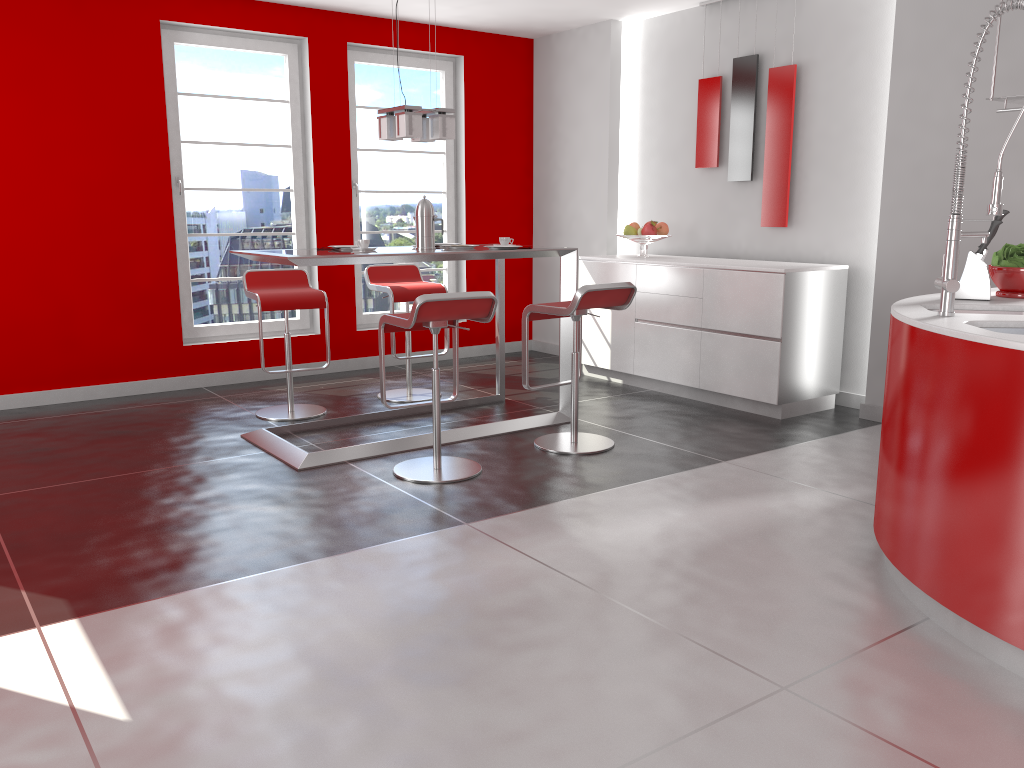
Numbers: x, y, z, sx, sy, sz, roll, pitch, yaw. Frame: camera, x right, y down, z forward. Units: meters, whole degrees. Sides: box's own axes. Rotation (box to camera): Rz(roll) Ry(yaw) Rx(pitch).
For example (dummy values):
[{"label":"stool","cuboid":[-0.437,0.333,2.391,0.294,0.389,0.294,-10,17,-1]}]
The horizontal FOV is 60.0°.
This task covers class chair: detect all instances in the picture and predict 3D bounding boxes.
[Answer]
[{"label":"chair","cuboid":[-0.690,-0.344,5.809,0.418,0.857,0.460,-7,13,-33]},{"label":"chair","cuboid":[0.340,-0.101,4.567,0.418,0.857,0.460,-9,14,-40]},{"label":"chair","cuboid":[-1.350,-0.248,5.320,0.418,0.857,0.460,-6,12,-28]},{"label":"chair","cuboid":[-0.341,-0.009,4.092,0.418,0.857,0.460,-7,13,-30]}]

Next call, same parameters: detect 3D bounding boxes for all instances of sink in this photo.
[{"label":"sink","cuboid":[1.528,-0.055,2.520,0.428,0.172,0.326,1,11,3]},{"label":"sink","cuboid":[1.606,-0.147,2.992,0.428,0.172,0.326,3,11,15]}]

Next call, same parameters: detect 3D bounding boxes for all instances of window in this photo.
[{"label":"window","cuboid":[-0.853,-1.512,6.982,0.938,2.038,0.117,-8,14,-35]},{"label":"window","cuboid":[-1.908,-1.366,6.236,0.938,2.038,0.117,-8,14,-35]}]

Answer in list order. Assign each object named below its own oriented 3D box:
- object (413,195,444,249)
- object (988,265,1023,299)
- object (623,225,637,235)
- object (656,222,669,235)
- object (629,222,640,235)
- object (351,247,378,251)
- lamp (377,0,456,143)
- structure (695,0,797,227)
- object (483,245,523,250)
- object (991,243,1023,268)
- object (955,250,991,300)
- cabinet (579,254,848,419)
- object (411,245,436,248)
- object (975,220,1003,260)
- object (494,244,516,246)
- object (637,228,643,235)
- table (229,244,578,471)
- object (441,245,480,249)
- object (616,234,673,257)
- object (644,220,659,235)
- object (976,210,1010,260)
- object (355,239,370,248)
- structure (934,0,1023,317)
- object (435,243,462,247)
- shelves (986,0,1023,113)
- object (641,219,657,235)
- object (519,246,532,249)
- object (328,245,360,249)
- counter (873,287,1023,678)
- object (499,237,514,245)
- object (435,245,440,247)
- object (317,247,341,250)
[{"label":"object","cuboid":[-0.457,-0.877,4.808,0.149,0.287,0.113,-6,12,-27]},{"label":"object","cuboid":[1.940,-0.391,3.383,0.228,0.118,0.229,5,12,25]},{"label":"object","cuboid":[0.834,-1.078,6.254,0.100,0.086,0.083,3,11,13]},{"label":"object","cuboid":[1.067,-1.095,6.277,0.097,0.101,0.121,7,13,32]},{"label":"object","cuboid":[0.880,-1.112,6.389,0.096,0.105,0.117,-1,11,-7]},{"label":"object","cuboid":[-0.780,-0.712,4.676,0.119,0.016,0.119,7,13,34]},{"label":"lamp","cuboid":[-0.508,-1.802,4.619,0.304,1.025,0.304,-8,14,-35]},{"label":"structure","cuboid":[1.537,-1.811,5.895,0.040,1.503,0.820,-8,14,-35]},{"label":"object","cuboid":[-0.049,-0.743,4.831,0.217,0.015,0.217,0,11,1]},{"label":"object","cuboid":[1.932,-0.442,3.366,0.198,0.182,0.193,-6,13,-30]},{"label":"object","cuboid":[1.706,-0.406,3.290,0.137,0.178,0.091,6,12,27]},{"label":"cabinet","cuboid":[1.262,-0.391,5.991,0.610,0.880,1.802,-8,14,-35]},{"label":"object","cuboid":[-0.499,-0.775,5.000,0.119,0.016,0.119,-9,14,-37]},{"label":"object","cuboid":[1.710,-0.459,3.245,0.130,0.279,0.012,5,12,25]},{"label":"object","cuboid":[-0.043,-0.787,5.061,0.119,0.016,0.119,-3,11,-16]},{"label":"object","cuboid":[0.939,-1.079,6.331,0.086,0.079,0.084,-1,11,-7]},{"label":"table","cuboid":[-0.553,-0.238,4.893,1.700,1.000,0.800,-8,14,-35]},{"label":"object","cuboid":[-0.288,-0.764,4.938,0.217,0.015,0.217,0,11,2]},{"label":"object","cuboid":[0.940,-0.984,6.321,0.398,0.159,0.398,3,11,14]},{"label":"object","cuboid":[1.002,-1.124,6.384,0.117,0.129,0.150,2,11,11]},{"label":"object","cuboid":[1.730,-0.478,3.262,0.150,0.322,0.014,5,12,25]},{"label":"object","cuboid":[-0.787,-0.735,4.670,0.078,0.049,0.062,-3,11,-13]},{"label":"structure","cuboid":[1.425,-0.662,2.679,0.178,0.920,0.308,1,11,8]},{"label":"object","cuboid":[-0.401,-0.817,5.210,0.217,0.015,0.217,6,13,29]},{"label":"shelves","cuboid":[2.339,-1.570,3.414,0.934,1.023,0.462,-8,14,-35]},{"label":"object","cuboid":[0.955,-1.088,6.208,0.117,0.133,0.097,10,15,43]},{"label":"object","cuboid":[0.067,-0.756,4.905,0.095,0.012,0.234,-8,13,-35]},{"label":"object","cuboid":[-0.897,-0.747,4.852,0.217,0.015,0.217,-2,11,-12]},{"label":"counter","cuboid":[2.140,0.211,2.904,1.868,0.880,2.865,0,11,-2]},{"label":"object","cuboid":[-0.036,-0.812,5.061,0.078,0.049,0.062,-8,14,-35]},{"label":"object","cuboid":[-0.515,-0.800,5.133,0.095,0.012,0.234,-8,14,-36]},{"label":"object","cuboid":[-1.011,-0.730,4.775,0.095,0.012,0.234,-8,14,-36]}]
